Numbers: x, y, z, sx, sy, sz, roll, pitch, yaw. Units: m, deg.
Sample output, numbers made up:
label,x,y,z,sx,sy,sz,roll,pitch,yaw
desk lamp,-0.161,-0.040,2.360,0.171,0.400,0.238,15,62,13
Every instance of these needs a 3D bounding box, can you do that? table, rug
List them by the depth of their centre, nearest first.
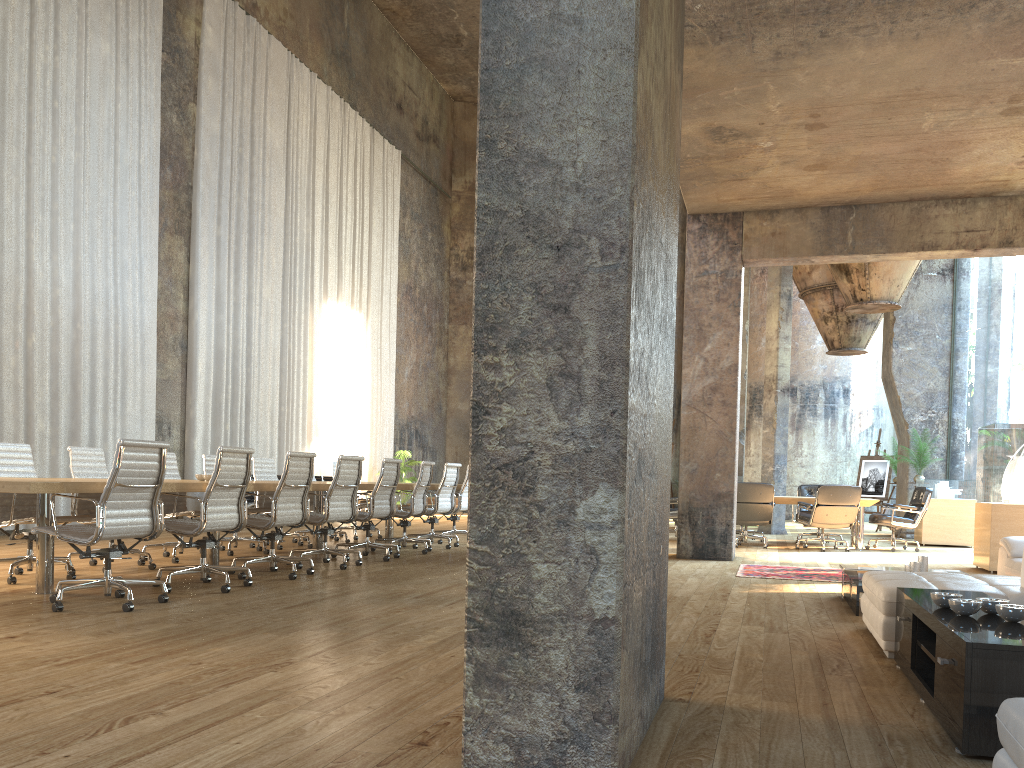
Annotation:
label,x,y,z,sx,sy,sz,roll,pitch,yaw
table,2.804,1.489,6.211,0.789,0.202,1.115,0,-6,16
table,2.909,1.509,6.565,0.859,0.246,0.371,0,-4,16
rug,3.422,1.833,8.367,2.461,0.009,1.351,0,-7,16
table,-2.316,1.350,8.710,1.600,0.757,7.745,0,-6,16
table,3.908,1.969,12.631,2.408,0.700,1.109,0,-4,16
table,5.489,2.745,18.652,1.869,0.546,0.944,0,-5,16

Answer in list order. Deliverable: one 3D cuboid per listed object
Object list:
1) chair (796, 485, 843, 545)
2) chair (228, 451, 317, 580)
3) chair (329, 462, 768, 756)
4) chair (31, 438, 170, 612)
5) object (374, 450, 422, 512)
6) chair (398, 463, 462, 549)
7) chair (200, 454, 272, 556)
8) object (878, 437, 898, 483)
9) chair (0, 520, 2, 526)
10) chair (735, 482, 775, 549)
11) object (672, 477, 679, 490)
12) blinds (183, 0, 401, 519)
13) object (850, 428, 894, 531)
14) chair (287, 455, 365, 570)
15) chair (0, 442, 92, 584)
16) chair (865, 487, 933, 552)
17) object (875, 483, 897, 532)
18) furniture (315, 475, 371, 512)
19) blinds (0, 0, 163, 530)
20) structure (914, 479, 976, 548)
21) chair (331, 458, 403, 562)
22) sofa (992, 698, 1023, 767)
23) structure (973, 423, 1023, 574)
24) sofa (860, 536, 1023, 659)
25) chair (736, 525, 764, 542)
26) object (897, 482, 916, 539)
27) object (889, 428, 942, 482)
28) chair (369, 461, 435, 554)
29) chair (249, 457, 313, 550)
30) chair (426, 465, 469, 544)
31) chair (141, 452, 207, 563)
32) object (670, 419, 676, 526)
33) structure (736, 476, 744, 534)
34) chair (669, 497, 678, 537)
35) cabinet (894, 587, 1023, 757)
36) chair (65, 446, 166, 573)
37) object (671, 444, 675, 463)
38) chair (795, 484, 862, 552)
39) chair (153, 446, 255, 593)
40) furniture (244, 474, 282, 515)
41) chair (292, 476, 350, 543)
label,x,y,z,sx,sy,sz,roll,pitch,yaw
chair,4.617,1.957,13.215,0.729,0.892,0.824,1,-2,17
chair,-1.988,1.062,7.195,0.698,1.026,0.667,1,-1,22
chair,0.626,1.552,11.000,12.943,1.030,31.630,0,-6,16
chair,-2.515,0.853,5.403,0.698,1.026,0.667,1,-1,22
object,-2.517,2.254,20.159,1.091,1.457,1.131,1,-1,7
chair,-0.985,1.463,10.621,0.698,1.026,0.667,1,-1,25
chair,-2.856,1.260,9.201,0.698,1.026,0.667,1,-1,25
object,7.420,1.453,16.981,0.687,0.940,0.861,1,-2,37
chair,-3.816,0.863,5.799,0.698,1.026,0.667,1,-1,22
chair,3.227,1.797,12.079,0.729,0.892,0.823,1,-2,10
object,4.815,2.968,24.318,0.911,0.991,0.910,0,-2,28
blinds,-3.882,-1.725,17.602,0.274,8.644,7.850,2,-2,18
object,7.494,1.971,18.141,0.685,2.147,0.700,1,1,-45
chair,-1.738,1.163,8.058,0.698,1.026,0.667,1,-1,25
chair,-3.600,0.960,6.637,0.698,1.026,0.667,1,-1,25
chair,5.339,1.865,12.207,0.820,0.893,0.732,1,-2,11
object,7.442,2.400,16.966,0.658,0.973,0.571,1,-1,11
furniture,-3.176,2.160,16.681,0.708,0.840,1.879,1,-5,16
blinds,-6.318,-2.695,9.305,0.274,8.644,7.850,2,-2,18
structure,6.661,1.981,13.522,0.734,1.015,0.745,1,-1,16
chair,-1.487,1.262,8.903,0.698,1.026,0.667,1,-1,22
sofa,2.026,0.680,1.391,2.066,0.721,1.075,0,-4,16
structure,5.310,1.217,9.285,0.594,1.548,0.743,2,0,16
sofa,3.209,1.151,5.426,2.063,0.721,2.940,0,-6,16
chair,3.546,1.964,13.530,0.729,0.892,0.824,1,-2,23
object,6.810,2.117,14.531,0.660,0.972,0.570,2,-1,-37
object,6.707,1.177,14.626,0.858,0.940,0.689,1,-1,19
chair,-1.218,1.367,9.796,0.698,1.026,0.666,1,-1,16
chair,-2.605,1.361,10.065,0.698,1.026,0.667,1,-1,22
chair,-0.776,1.560,11.460,0.698,1.026,0.667,1,-1,22
chair,-3.107,1.161,8.357,0.698,1.026,0.667,1,-1,22
object,2.944,1.752,17.210,0.683,2.147,0.702,2,1,42
structure,3.753,2.150,15.742,0.742,1.015,0.737,1,-1,16
chair,2.423,1.885,13.077,0.820,0.893,0.732,1,-2,13
cabinet,1.791,1.074,3.437,0.395,0.368,1.568,1,-6,16
chair,-3.359,1.056,7.458,0.698,1.026,0.666,1,-1,16
object,2.513,1.539,15.367,0.685,2.147,0.700,1,1,-42
chair,4.205,1.794,11.823,0.730,0.892,0.822,2,-2,-10
chair,-2.245,0.959,6.313,0.698,1.026,0.667,1,-1,20
furniture,-3.849,1.892,14.389,0.708,0.840,1.879,1,-5,16
chair,-2.348,1.464,10.947,0.698,1.026,0.667,1,-1,20
